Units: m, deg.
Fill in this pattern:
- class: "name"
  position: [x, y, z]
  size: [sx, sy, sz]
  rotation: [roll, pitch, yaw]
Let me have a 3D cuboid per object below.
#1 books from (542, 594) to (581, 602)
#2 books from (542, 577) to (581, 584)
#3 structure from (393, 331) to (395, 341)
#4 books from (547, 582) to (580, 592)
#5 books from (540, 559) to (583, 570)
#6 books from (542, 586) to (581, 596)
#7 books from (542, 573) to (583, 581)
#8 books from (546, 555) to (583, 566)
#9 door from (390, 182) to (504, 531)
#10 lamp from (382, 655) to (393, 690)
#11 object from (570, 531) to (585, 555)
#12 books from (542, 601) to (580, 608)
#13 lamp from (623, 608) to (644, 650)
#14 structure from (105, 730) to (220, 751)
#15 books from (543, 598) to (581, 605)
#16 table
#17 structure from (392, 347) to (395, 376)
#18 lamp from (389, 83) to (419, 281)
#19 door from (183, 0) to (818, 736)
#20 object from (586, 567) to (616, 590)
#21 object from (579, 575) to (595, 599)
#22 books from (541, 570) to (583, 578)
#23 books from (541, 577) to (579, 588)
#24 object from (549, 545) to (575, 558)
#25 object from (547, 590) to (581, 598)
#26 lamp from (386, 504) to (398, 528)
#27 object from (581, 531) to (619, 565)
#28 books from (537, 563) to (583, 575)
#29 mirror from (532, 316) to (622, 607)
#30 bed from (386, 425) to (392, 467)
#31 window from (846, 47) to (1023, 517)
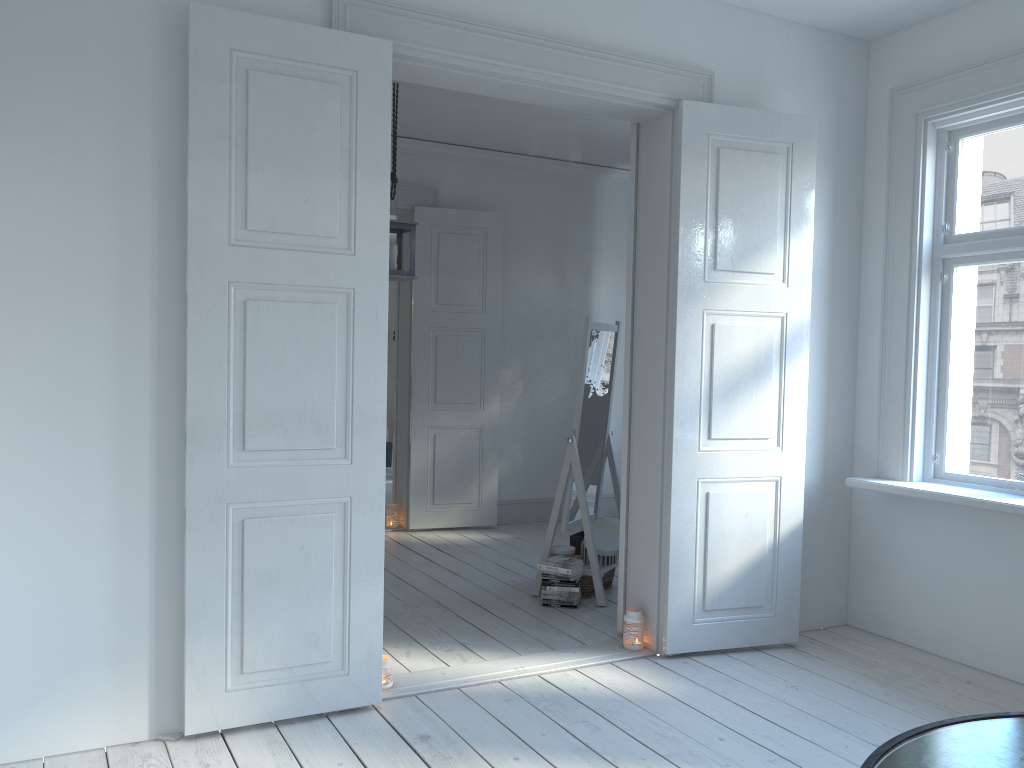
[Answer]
- class: "books"
  position: [0.257, 1.097, 4.599]
  size: [0.180, 0.016, 0.128]
  rotation: [2, 1, 17]
- class: "books"
  position: [0.258, 1.005, 4.589]
  size: [0.178, 0.016, 0.128]
  rotation: [2, 1, 15]
- class: "structure"
  position: [-1.600, -0.666, 12.271]
  size: [0.096, 0.151, 0.014]
  rotation: [0, 3, -28]
- class: "books"
  position: [0.267, 1.048, 4.598]
  size: [0.167, 0.022, 0.128]
  rotation: [1, 1, 6]
- class: "books"
  position: [0.258, 0.928, 4.593]
  size: [0.186, 0.017, 0.132]
  rotation: [2, 2, 35]
- class: "books"
  position: [0.257, 1.068, 4.598]
  size: [0.187, 0.017, 0.132]
  rotation: [2, 1, 9]
- class: "books"
  position: [0.261, 0.988, 4.591]
  size: [0.176, 0.016, 0.128]
  rotation: [2, 2, 29]
- class: "books"
  position: [0.272, 0.913, 4.585]
  size: [0.156, 0.014, 0.111]
  rotation: [3, 2, 42]
- class: "door"
  position: [-1.366, -0.186, 6.245]
  size: [2.599, 2.507, 0.577]
  rotation: [0, 3, -28]
- class: "lamp"
  position: [-0.497, 1.090, 3.350]
  size: [0.093, 0.110, 0.093]
  rotation: [1, 2, -11]
- class: "object"
  position: [0.431, 0.906, 5.030]
  size: [0.155, 0.103, 0.165]
  rotation: [2, 2, 27]
- class: "books"
  position: [0.255, 1.131, 4.594]
  size: [0.178, 0.016, 0.128]
  rotation: [2, 1, 10]
- class: "lamp"
  position: [0.532, 1.071, 3.876]
  size: [0.089, 0.166, 0.089]
  rotation: [0, 3, -29]
- class: "structure"
  position: [-1.264, -0.197, 3.505]
  size: [0.800, 2.830, 1.247]
  rotation: [2, 2, 17]
- class: "books"
  position: [0.258, 1.113, 4.597]
  size: [0.176, 0.016, 0.128]
  rotation: [2, 1, 13]
- class: "table"
  position: [1.193, 0.990, 1.320]
  size: [1.300, 0.503, 1.299]
  rotation: [0, 2, -38]
- class: "structure"
  position: [-1.606, -0.321, 12.261]
  size: [0.134, 0.514, 0.078]
  rotation: [-1, 3, -40]
- class: "lamp"
  position: [-0.671, -1.480, 5.021]
  size: [0.228, 1.763, 0.228]
  rotation: [0, 3, -31]
- class: "door"
  position: [0.033, -0.090, 3.578]
  size: [2.599, 2.507, 0.577]
  rotation: [0, 3, -28]
- class: "object"
  position: [0.441, 1.069, 4.994]
  size: [0.295, 0.140, 0.185]
  rotation: [2, 2, 34]
- class: "object"
  position: [0.327, 1.071, 4.813]
  size: [0.295, 0.140, 0.185]
  rotation: [2, 2, 34]
- class: "books"
  position: [0.260, 0.971, 4.593]
  size: [0.180, 0.016, 0.128]
  rotation: [2, 2, 33]
- class: "books"
  position: [0.253, 1.025, 4.597]
  size: [0.193, 0.022, 0.128]
  rotation: [1, 1, 5]
- class: "object"
  position: [0.271, 0.921, 4.794]
  size: [0.142, 0.074, 0.142]
  rotation: [0, 2, -44]
- class: "object"
  position: [0.270, 1.082, 4.592]
  size: [0.156, 0.014, 0.111]
  rotation: [2, 1, 15]
- class: "lamp"
  position: [-0.884, 0.974, 6.547]
  size: [0.089, 0.166, 0.089]
  rotation: [0, 3, -35]
- class: "object"
  position: [0.482, 0.885, 4.795]
  size: [0.207, 0.159, 0.241]
  rotation: [1, 2, -20]
- class: "books"
  position: [0.251, 0.949, 4.594]
  size: [0.200, 0.026, 0.128]
  rotation: [2, 2, 34]
- class: "mirror"
  position: [0.431, 0.389, 4.857]
  size: [0.417, 1.490, 0.610]
  rotation: [2, 3, 27]
- class: "bed"
  position: [-2.559, 0.409, 10.547]
  size: [1.888, 1.047, 2.175]
  rotation: [0, 2, -28]
- class: "window"
  position: [2.053, -0.404, 3.474]
  size: [0.375, 1.847, 1.455]
  rotation: [0, 2, -28]
